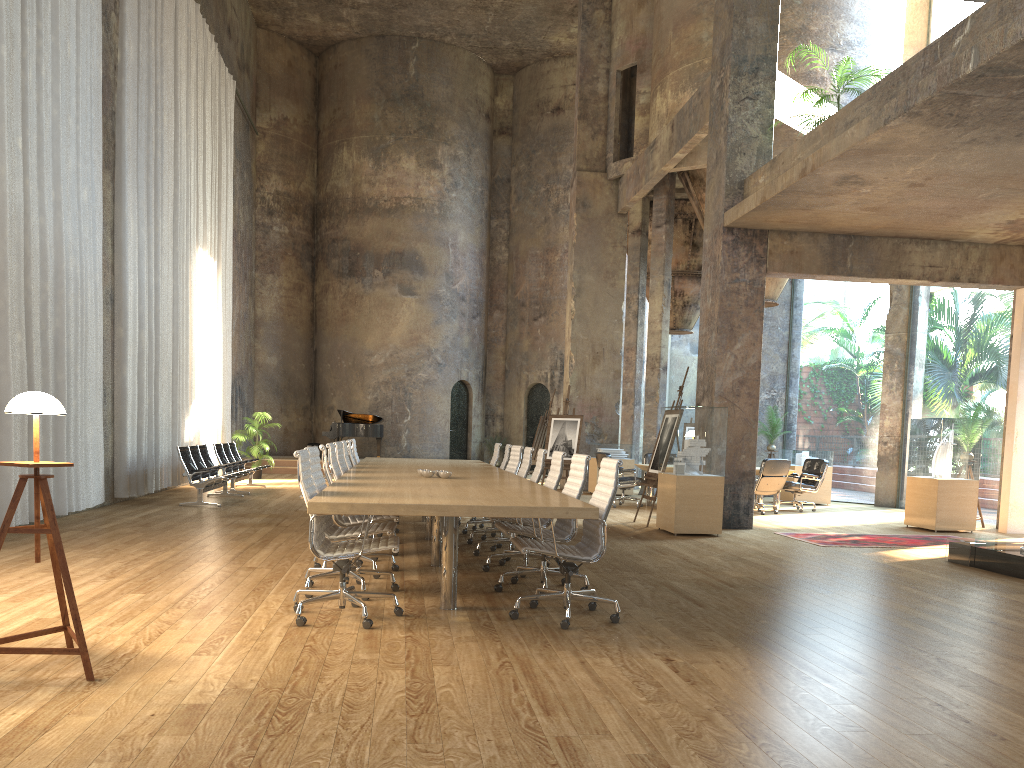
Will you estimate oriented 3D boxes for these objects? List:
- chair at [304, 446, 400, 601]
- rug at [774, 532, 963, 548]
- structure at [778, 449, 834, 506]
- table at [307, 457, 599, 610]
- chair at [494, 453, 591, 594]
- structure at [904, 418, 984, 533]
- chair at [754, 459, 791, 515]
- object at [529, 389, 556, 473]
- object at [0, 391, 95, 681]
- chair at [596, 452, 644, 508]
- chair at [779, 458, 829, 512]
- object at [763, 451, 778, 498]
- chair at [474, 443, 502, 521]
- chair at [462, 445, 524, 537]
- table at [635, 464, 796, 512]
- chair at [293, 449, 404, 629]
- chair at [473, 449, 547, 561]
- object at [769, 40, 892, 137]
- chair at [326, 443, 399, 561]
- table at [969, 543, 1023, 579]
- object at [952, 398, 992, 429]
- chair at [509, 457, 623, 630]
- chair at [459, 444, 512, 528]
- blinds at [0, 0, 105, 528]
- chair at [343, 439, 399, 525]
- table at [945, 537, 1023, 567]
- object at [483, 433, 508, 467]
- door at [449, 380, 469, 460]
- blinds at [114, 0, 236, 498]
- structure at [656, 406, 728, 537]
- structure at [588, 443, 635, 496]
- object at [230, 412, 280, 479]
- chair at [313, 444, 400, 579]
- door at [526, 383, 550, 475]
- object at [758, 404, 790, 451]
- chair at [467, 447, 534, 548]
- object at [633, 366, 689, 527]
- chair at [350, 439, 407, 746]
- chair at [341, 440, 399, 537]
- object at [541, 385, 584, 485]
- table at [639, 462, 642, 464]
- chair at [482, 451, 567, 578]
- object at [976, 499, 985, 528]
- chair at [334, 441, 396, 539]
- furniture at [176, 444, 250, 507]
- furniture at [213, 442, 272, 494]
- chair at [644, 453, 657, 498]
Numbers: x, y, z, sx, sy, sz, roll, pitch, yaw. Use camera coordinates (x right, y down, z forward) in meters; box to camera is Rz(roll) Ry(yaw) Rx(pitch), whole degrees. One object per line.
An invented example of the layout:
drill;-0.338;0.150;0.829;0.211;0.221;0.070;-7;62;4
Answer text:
chair;-1.145;0.967;6.241;0.699;1.033;0.661;2;2;1
rug;4.610;1.898;10.655;2.463;0.009;1.340;2;-3;-7
structure;5.527;1.758;16.624;0.735;1.022;0.739;2;2;-7
table;-0.792;1.243;8.656;1.601;0.762;7.682;2;-3;-7
chair;0.227;1.023;6.486;0.699;1.033;0.661;2;2;-4
structure;5.974;1.258;12.197;0.594;1.559;0.737;1;3;-7
chair;3.950;1.630;14.097;0.730;0.899;0.817;1;1;-33
object;0.648;1.171;18.477;0.683;2.163;0.697;3;4;19
object;-2.101;0.685;4.005;0.569;1.307;0.655;3;3;26
chair;1.817;1.588;14.532;0.821;0.899;0.725;2;1;-11
chair;4.838;1.702;14.899;0.821;0.899;0.725;2;1;-13
object;5.262;1.827;17.607;0.569;0.979;0.656;3;3;29
chair;-0.474;1.296;11.775;0.699;1.033;0.661;2;2;-2
chair;-0.218;1.210;10.078;0.699;1.033;0.661;1;2;-8
table;3.357;1.741;14.723;2.411;0.705;1.099;2;-1;-7
chair;-1.009;0.923;5.390;0.699;1.033;0.661;2;2;-2
chair;-0.002;1.116;8.283;0.699;1.033;0.661;2;2;1
object;3.905;-3.076;10.613;1.401;1.822;1.348;2;2;-1
chair;-1.377;1.058;8.010;0.699;1.033;0.661;2;2;-2
table;4.901;1.689;8.433;0.790;0.204;1.106;2;-3;-7
object;6.567;0.642;12.699;0.688;0.946;0.854;1;1;-16
chair;0.342;0.974;5.547;0.699;1.033;0.661;2;2;-1
chair;-0.332;1.253;10.924;0.699;1.033;0.661;2;2;1
blinds;-4.712;-2.972;7.340;0.275;8.705;7.785;1;1;-6
chair;-1.713;1.197;10.678;0.699;1.033;0.661;2;2;-4
table;4.856;1.687;8.796;0.860;0.248;0.368;2;-1;-7
object;-0.466;1.933;25.743;0.912;0.998;0.903;2;1;4
door;-1.556;1.035;25.120;0.091;2.314;0.900;6;5;41
blinds;-5.780;-2.528;15.893;0.275;8.705;7.785;1;1;-6
structure;2.195;1.063;10.797;0.594;1.559;0.737;1;3;-7
structure;1.976;1.696;17.493;0.743;1.022;0.730;2;2;-7
object;-5.536;1.329;19.014;1.092;1.467;1.122;1;2;-16
chair;-1.251;1.011;7.088;0.699;1.033;0.661;1;2;-8
door;0.785;1.292;25.420;0.898;2.651;0.110;4;5;35
object;5.127;0.870;17.591;0.859;0.947;0.684;2;2;-4
chair;-0.108;1.161;9.154;0.699;1.033;0.661;2;2;-2
object;2.073;0.834;11.655;0.685;2.163;0.695;1;4;-8
chair;0.995;1.356;11.913;12.955;1.038;31.372;2;-3;-7
chair;-1.597;1.150;9.770;0.699;1.033;0.661;2;2;-2
object;0.986;1.078;16.621;0.699;2.163;0.680;4;4;25
table;2.410;2.131;20.860;1.871;0.550;0.937;2;-1;-7
chair;0.112;1.070;7.394;0.699;1.033;0.661;2;2;-2
object;6.477;1.594;12.760;0.658;0.979;0.567;0;3;-43
chair;-1.483;1.103;8.881;0.699;1.033;0.661;2;2;1
furniture;-4.459;1.344;13.231;0.708;0.846;1.864;2;-2;-7
furniture;-4.755;1.467;15.594;0.708;0.846;1.864;2;-2;-7
chair;2.667;1.662;15.394;0.729;0.899;0.817;2;1;0
